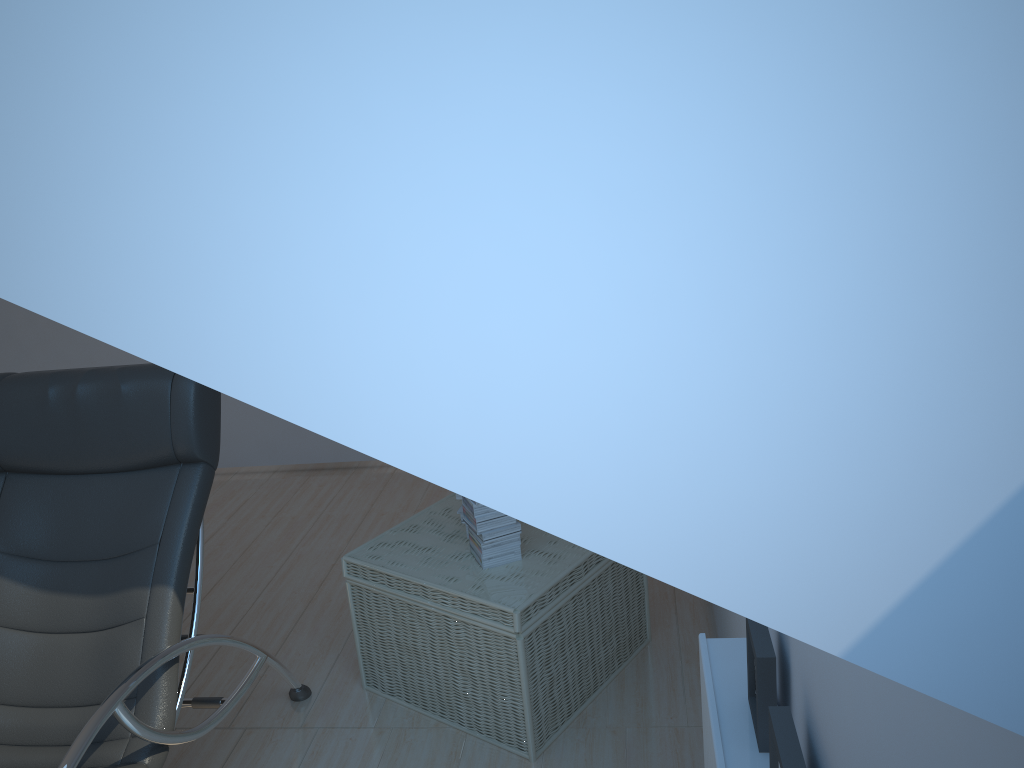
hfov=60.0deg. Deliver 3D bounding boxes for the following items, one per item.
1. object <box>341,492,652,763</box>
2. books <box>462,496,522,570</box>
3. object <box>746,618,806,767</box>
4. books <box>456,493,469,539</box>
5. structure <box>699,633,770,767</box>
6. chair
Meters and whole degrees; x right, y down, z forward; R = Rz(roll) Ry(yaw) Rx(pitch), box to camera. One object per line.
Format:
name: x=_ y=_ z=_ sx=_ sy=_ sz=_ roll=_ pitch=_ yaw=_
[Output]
object: x=-0.033 y=0.747 z=3.065 sx=0.745 sy=0.518 sz=0.744 roll=7 pitch=20 yaw=37
books: x=-0.069 y=0.415 z=2.803 sx=0.149 sy=0.300 sz=0.149 roll=-12 pitch=17 yaw=-19
object: x=0.379 y=0.603 z=1.166 sx=0.030 sy=0.180 sz=0.846 roll=-3 pitch=16 yaw=8
books: x=-0.099 y=0.416 z=3.020 sx=0.162 sy=0.184 sz=0.165 roll=-4 pitch=16 yaw=7
structure: x=0.395 y=1.076 z=1.273 sx=0.120 sy=0.800 sz=1.324 roll=-3 pitch=16 yaw=8
chair: x=-1.286 y=0.777 z=2.078 sx=0.836 sy=1.251 sz=1.938 roll=-3 pitch=16 yaw=8
